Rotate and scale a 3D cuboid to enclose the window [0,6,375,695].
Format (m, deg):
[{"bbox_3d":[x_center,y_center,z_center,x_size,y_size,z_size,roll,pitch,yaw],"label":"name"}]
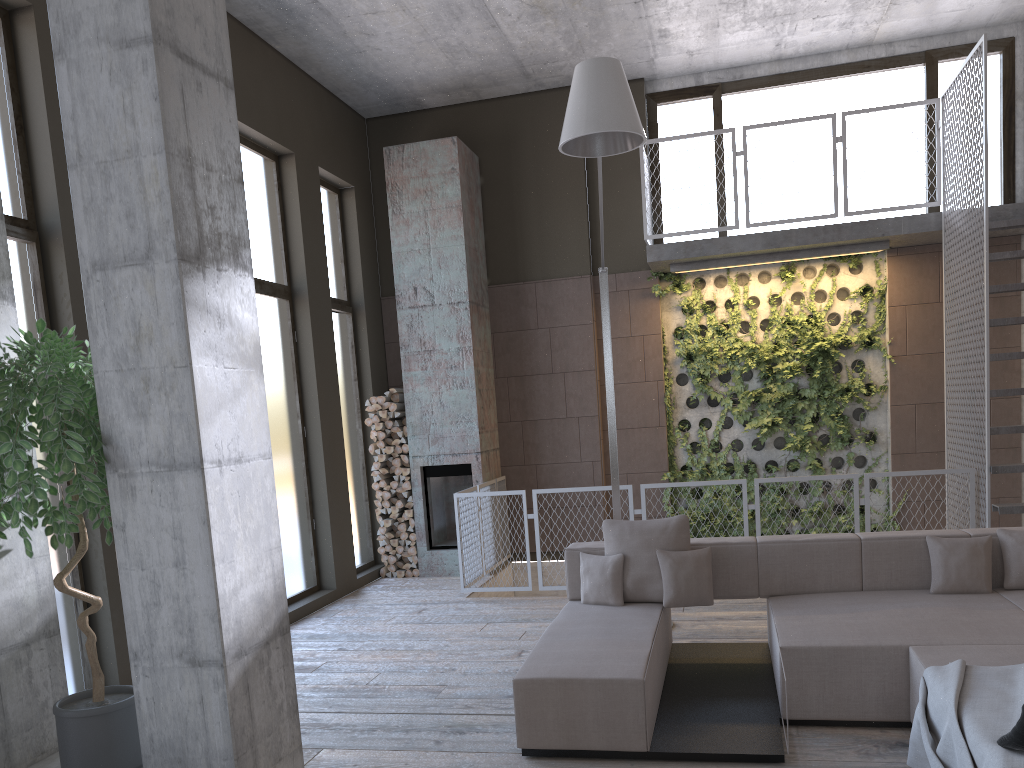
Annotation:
[{"bbox_3d":[-2.759,-0.093,5.362,0.210,4.205,9.121,-3,0,12],"label":"window"}]

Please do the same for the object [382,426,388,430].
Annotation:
[{"bbox_3d":[-1.378,0.480,9.676,0.089,0.057,0.329,-4,-2,13],"label":"object"}]

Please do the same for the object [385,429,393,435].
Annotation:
[{"bbox_3d":[-1.310,0.515,9.691,0.064,0.075,0.356,-3,-1,12],"label":"object"}]

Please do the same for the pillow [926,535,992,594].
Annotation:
[{"bbox_3d":[2.670,1.082,5.212,0.371,0.363,0.184,-4,5,13],"label":"pillow"}]

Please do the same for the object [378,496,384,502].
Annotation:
[{"bbox_3d":[-1.419,1.262,9.718,0.045,0.073,0.249,-3,-1,13],"label":"object"}]

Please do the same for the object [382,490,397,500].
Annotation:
[{"bbox_3d":[-1.338,1.217,9.733,0.098,0.108,0.291,-3,-1,14],"label":"object"}]

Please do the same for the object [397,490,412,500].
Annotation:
[{"bbox_3d":[-1.195,1.236,9.839,0.104,0.103,0.289,-4,-1,13],"label":"object"}]

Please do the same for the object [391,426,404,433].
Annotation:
[{"bbox_3d":[-1.213,0.494,9.661,0.122,0.068,0.360,-4,-1,15],"label":"object"}]

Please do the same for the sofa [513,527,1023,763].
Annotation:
[{"bbox_3d":[1.545,1.357,4.422,3.003,0.794,2.984,-4,-1,14],"label":"sofa"}]

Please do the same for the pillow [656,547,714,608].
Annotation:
[{"bbox_3d":[1.095,1.210,5.482,0.375,0.377,0.167,-5,5,-13],"label":"pillow"}]

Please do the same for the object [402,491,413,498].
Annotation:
[{"bbox_3d":[-1.125,1.219,9.748,0.067,0.086,0.421,-3,-1,11],"label":"object"}]

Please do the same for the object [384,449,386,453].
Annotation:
[{"bbox_3d":[-1.289,0.727,9.705,0.115,0.080,0.431,-4,-1,13],"label":"object"}]

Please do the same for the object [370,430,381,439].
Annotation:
[{"bbox_3d":[-1.467,0.554,9.721,0.101,0.104,0.290,-3,-1,15],"label":"object"}]

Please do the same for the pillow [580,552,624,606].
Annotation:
[{"bbox_3d":[0.578,1.279,5.688,0.149,0.381,0.369,-9,5,-43],"label":"pillow"}]

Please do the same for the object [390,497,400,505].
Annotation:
[{"bbox_3d":[-1.256,1.298,9.827,0.101,0.087,0.359,-4,-1,13],"label":"object"}]

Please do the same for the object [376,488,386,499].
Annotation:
[{"bbox_3d":[-1.420,1.215,9.798,0.101,0.104,0.290,-3,-1,15],"label":"object"}]

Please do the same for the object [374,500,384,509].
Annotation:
[{"bbox_3d":[-1.433,1.332,9.804,0.089,0.109,0.362,-3,-1,13],"label":"object"}]

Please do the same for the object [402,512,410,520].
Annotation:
[{"bbox_3d":[-1.112,1.448,9.797,0.091,0.090,0.451,-4,-1,13],"label":"object"}]

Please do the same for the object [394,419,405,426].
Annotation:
[{"bbox_3d":[-1.208,0.427,9.678,0.067,0.072,0.419,-3,-1,13],"label":"object"}]

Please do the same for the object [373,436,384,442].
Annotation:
[{"bbox_3d":[-1.465,0.601,9.641,0.045,0.073,0.249,-3,-1,13],"label":"object"}]

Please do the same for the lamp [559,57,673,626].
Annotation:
[{"bbox_3d":[0.730,0.138,5.703,0.756,3.466,2.599,-4,4,1],"label":"lamp"}]

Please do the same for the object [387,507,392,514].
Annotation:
[{"bbox_3d":[-1.296,1.397,9.817,0.067,0.068,0.419,-4,-1,13],"label":"object"}]

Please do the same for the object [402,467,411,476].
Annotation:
[{"bbox_3d":[-1.093,0.953,9.707,0.093,0.084,0.475,-4,-1,13],"label":"object"}]

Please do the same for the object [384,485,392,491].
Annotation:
[{"bbox_3d":[-1.331,1.141,9.753,0.089,0.057,0.329,-4,-2,13],"label":"object"}]

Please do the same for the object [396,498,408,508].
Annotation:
[{"bbox_3d":[-1.169,1.310,9.754,0.091,0.090,0.451,-3,-1,14],"label":"object"}]

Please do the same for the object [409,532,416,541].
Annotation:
[{"bbox_3d":[-1.032,1.679,9.805,0.092,0.093,0.433,-4,-1,13],"label":"object"}]

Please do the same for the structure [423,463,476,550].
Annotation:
[{"bbox_3d":[-0.652,1.332,9.534,0.577,0.940,0.055,-3,7,14],"label":"structure"}]

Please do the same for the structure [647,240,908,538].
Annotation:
[{"bbox_3d":[2.825,0.293,9.294,2.632,3.870,0.988,-3,6,14],"label":"structure"}]

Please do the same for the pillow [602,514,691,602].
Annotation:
[{"bbox_3d":[0.862,1.128,5.633,0.564,0.565,0.218,-3,5,16],"label":"pillow"}]

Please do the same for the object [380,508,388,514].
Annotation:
[{"bbox_3d":[-1.374,1.401,9.836,0.067,0.068,0.419,-4,-1,13],"label":"object"}]

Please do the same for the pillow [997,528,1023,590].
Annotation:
[{"bbox_3d":[3.054,1.015,5.133,0.363,0.371,0.185,-3,5,19],"label":"pillow"}]

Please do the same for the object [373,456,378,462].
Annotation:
[{"bbox_3d":[-1.426,0.821,9.728,0.067,0.068,0.419,-4,-1,13],"label":"object"}]

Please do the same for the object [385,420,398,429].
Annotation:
[{"bbox_3d":[-1.281,0.442,9.668,0.091,0.090,0.451,-4,-1,12],"label":"object"}]

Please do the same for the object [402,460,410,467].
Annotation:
[{"bbox_3d":[-1.125,0.871,9.739,0.101,0.087,0.359,-4,-1,13],"label":"object"}]

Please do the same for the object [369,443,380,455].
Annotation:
[{"bbox_3d":[-1.494,0.717,9.736,0.064,0.126,0.360,-3,-1,12],"label":"object"}]

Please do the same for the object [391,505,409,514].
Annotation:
[{"bbox_3d":[-1.223,1.381,9.795,0.093,0.084,0.475,-4,-1,13],"label":"object"}]

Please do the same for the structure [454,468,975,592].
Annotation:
[{"bbox_3d":[1.856,1.335,8.609,4.436,0.945,1.908,-4,0,14],"label":"structure"}]

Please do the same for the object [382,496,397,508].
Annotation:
[{"bbox_3d":[-1.336,1.320,9.822,0.092,0.094,0.433,-4,-1,13],"label":"object"}]

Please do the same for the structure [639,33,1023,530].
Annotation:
[{"bbox_3d":[3.095,-0.343,8.007,3.691,4.370,2.996,-3,4,14],"label":"structure"}]

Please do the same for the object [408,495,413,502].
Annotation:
[{"bbox_3d":[-1.069,1.246,9.739,0.067,0.086,0.421,-3,-1,11],"label":"object"}]

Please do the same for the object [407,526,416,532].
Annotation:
[{"bbox_3d":[-1.068,1.586,9.791,0.071,0.073,0.419,-3,-1,13],"label":"object"}]

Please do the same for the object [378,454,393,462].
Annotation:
[{"bbox_3d":[-1.354,0.805,9.707,0.093,0.084,0.475,-4,-1,13],"label":"object"}]

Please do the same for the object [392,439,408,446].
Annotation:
[{"bbox_3d":[-1.205,0.642,9.717,0.115,0.080,0.431,-4,-1,13],"label":"object"}]

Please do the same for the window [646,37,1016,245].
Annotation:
[{"bbox_3d":[3.240,-2.360,9.118,3.573,1.774,0.108,-4,6,14],"label":"window"}]

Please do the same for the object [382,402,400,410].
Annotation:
[{"bbox_3d":[-1.310,0.239,9.599,0.104,0.085,0.359,-4,-1,13],"label":"object"}]

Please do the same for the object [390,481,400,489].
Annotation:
[{"bbox_3d":[-1.235,1.103,9.745,0.091,0.090,0.451,-4,-1,12],"label":"object"}]

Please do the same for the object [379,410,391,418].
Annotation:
[{"bbox_3d":[-1.332,0.329,9.651,0.094,0.084,0.475,-4,-1,13],"label":"object"}]

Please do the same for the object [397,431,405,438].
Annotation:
[{"bbox_3d":[-1.171,0.558,9.671,0.067,0.086,0.421,-3,-1,11],"label":"object"}]

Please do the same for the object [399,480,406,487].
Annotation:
[{"bbox_3d":[-1.161,1.088,9.755,0.067,0.072,0.419,-3,-1,13],"label":"object"}]

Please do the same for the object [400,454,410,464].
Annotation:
[{"bbox_3d":[-1.123,0.821,9.662,0.089,0.109,0.362,-3,-1,13],"label":"object"}]
